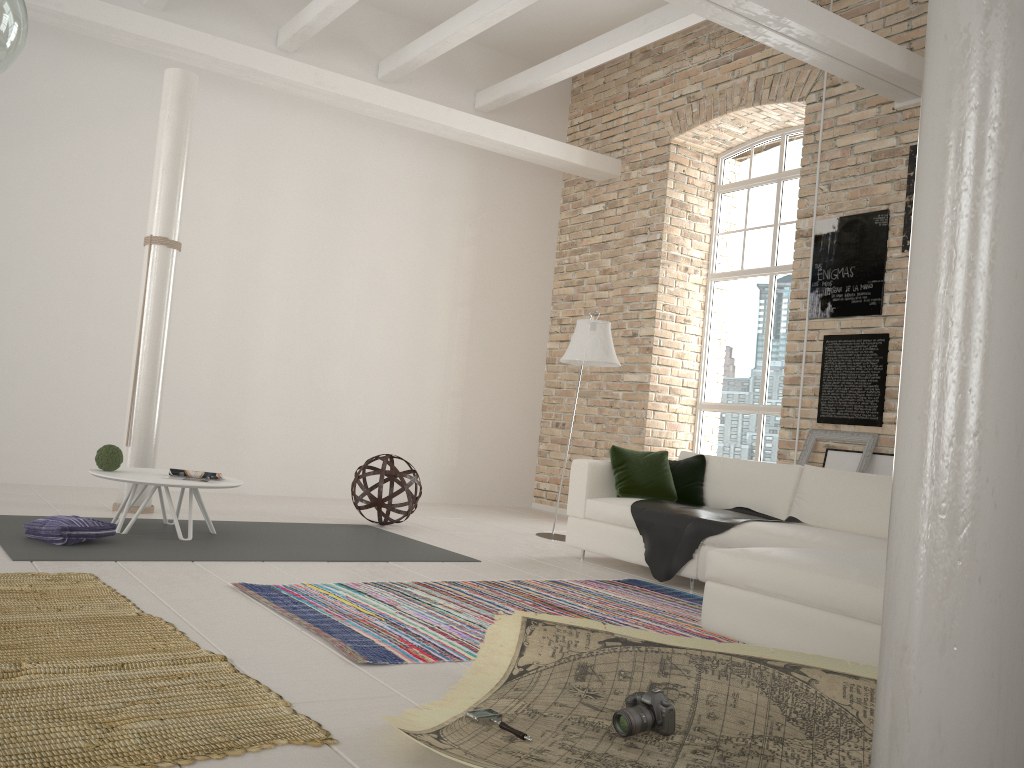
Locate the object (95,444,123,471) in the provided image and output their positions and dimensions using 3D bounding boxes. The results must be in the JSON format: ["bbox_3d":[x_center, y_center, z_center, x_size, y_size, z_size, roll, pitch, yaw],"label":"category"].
[{"bbox_3d":[-2.395,0.441,5.301,0.171,0.164,0.153,4,-3,33],"label":"object"}]

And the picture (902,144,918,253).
[{"bbox_3d":[3.032,-1.328,6.189,0.034,0.783,0.626,7,-3,-35],"label":"picture"}]

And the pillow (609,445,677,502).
[{"bbox_3d":[0.881,0.606,6.037,0.411,0.343,0.309,6,-3,-7],"label":"pillow"}]

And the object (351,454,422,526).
[{"bbox_3d":[-0.961,0.808,6.819,0.573,0.542,0.510,4,-3,33],"label":"object"}]

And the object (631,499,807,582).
[{"bbox_3d":[1.223,0.984,5.455,0.727,0.464,0.953,8,-3,-35],"label":"object"}]

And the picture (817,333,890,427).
[{"bbox_3d":[2.549,-0.032,6.653,0.061,0.680,0.543,7,-3,-35],"label":"picture"}]

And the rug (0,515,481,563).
[{"bbox_3d":[-1.699,0.936,5.400,2.547,0.041,1.531,8,-3,-34],"label":"rug"}]

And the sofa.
[{"bbox_3d":[1.377,0.832,4.689,2.040,0.841,3.485,8,-3,-34],"label":"sofa"}]

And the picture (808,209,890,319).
[{"bbox_3d":[2.553,-0.897,6.775,0.034,0.785,0.628,7,-3,-35],"label":"picture"}]

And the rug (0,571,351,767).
[{"bbox_3d":[-1.707,0.795,2.710,1.435,0.021,2.350,8,-4,-40],"label":"rug"}]

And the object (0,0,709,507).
[{"bbox_3d":[-0.398,-1.443,2.994,11.139,4.796,10.770,7,-3,-33],"label":"object"}]

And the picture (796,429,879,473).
[{"bbox_3d":[2.343,0.630,6.586,0.266,0.582,0.579,7,-3,-34],"label":"picture"}]

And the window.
[{"bbox_3d":[-2.159,-1.119,5.399,10.751,3.653,1.519,7,-3,-31],"label":"window"}]

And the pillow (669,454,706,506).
[{"bbox_3d":[1.122,0.651,6.147,0.426,0.365,0.303,5,-3,14],"label":"pillow"}]

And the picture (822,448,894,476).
[{"bbox_3d":[2.490,0.768,6.461,0.138,0.568,0.612,7,-3,-35],"label":"picture"}]

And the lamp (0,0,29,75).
[{"bbox_3d":[-2.034,-1.910,3.364,0.483,1.598,0.522,6,-3,-19],"label":"lamp"}]

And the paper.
[{"bbox_3d":[0.423,0.863,2.342,1.543,0.265,1.008,5,-3,22],"label":"paper"}]

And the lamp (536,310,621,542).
[{"bbox_3d":[0.520,0.345,6.921,0.452,1.774,1.000,5,-2,-2],"label":"lamp"}]

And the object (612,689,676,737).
[{"bbox_3d":[0.362,0.937,2.560,0.159,0.124,0.158,7,-3,-33],"label":"object"}]

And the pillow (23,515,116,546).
[{"bbox_3d":[-2.341,0.784,4.725,0.377,0.164,0.332,4,-3,33],"label":"pillow"}]

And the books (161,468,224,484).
[{"bbox_3d":[-1.904,0.546,5.351,0.304,0.048,0.375,6,-3,-4],"label":"books"}]

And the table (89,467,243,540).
[{"bbox_3d":[-2.096,0.724,5.379,0.876,0.342,0.946,7,-3,-19],"label":"table"}]

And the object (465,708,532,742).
[{"bbox_3d":[-0.023,0.944,2.460,0.091,0.019,0.243,8,-4,-38],"label":"object"}]

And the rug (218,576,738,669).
[{"bbox_3d":[0.123,1.060,4.164,2.515,0.008,1.499,8,-3,-34],"label":"rug"}]
